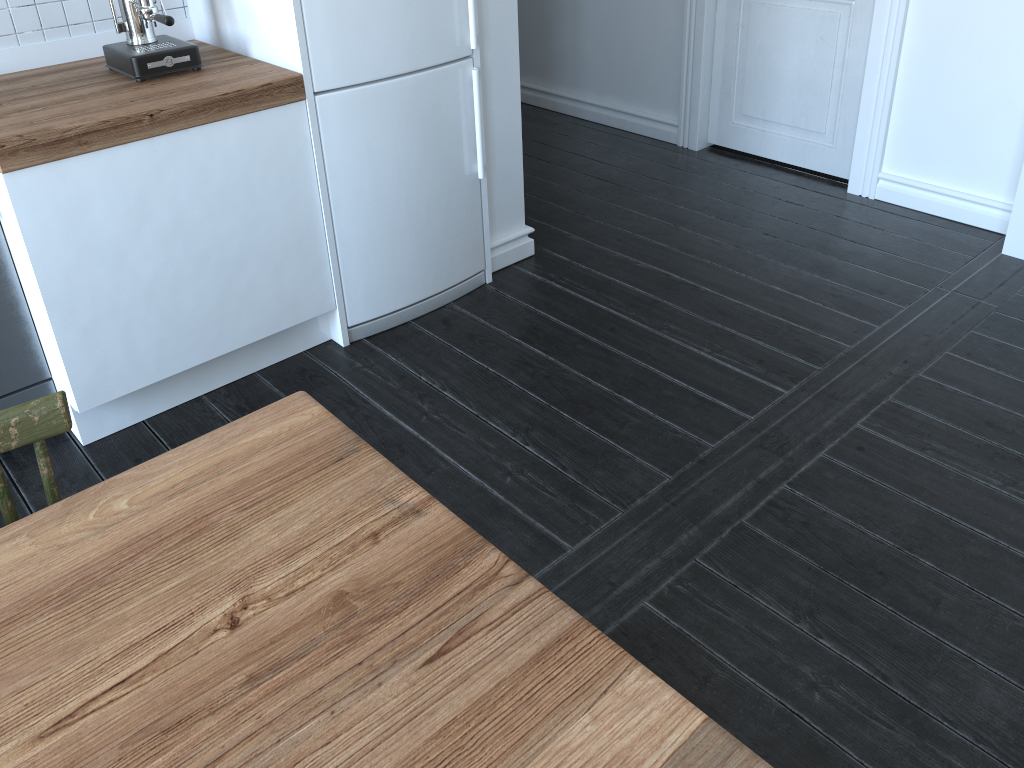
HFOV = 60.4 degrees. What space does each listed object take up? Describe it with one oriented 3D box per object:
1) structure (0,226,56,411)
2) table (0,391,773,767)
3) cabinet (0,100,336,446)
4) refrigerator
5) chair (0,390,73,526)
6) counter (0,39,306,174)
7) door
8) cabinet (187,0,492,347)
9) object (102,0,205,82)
[{"bbox_3d":[-1.728,-0.278,2.241,0.717,0.969,0.742,-26,38,-34],"label":"structure"},{"bbox_3d":[-0.791,0.956,0.509,2.282,0.682,1.045,-28,40,-34],"label":"table"},{"bbox_3d":[-2.020,-0.029,2.051,3.238,0.775,0.754,-22,36,-28],"label":"cabinet"},{"bbox_3d":[-0.535,-1.111,2.776,0.590,1.713,0.700,-25,36,-34],"label":"refrigerator"},{"bbox_3d":[-0.616,0.518,1.089,0.479,0.787,0.498,-27,38,-35],"label":"chair"},{"bbox_3d":[-2.003,-0.364,1.808,3.175,0.070,0.869,-28,41,-34],"label":"counter"},{"bbox_3d":[1.167,-2.034,3.513,0.118,2.353,1.070,-24,36,-34],"label":"door"},{"bbox_3d":[-1.794,-0.793,1.859,3.870,2.255,0.803,-25,36,-32],"label":"cabinet"},{"bbox_3d":[-0.991,-1.031,2.396,0.211,0.352,0.363,-25,38,-34],"label":"object"}]
